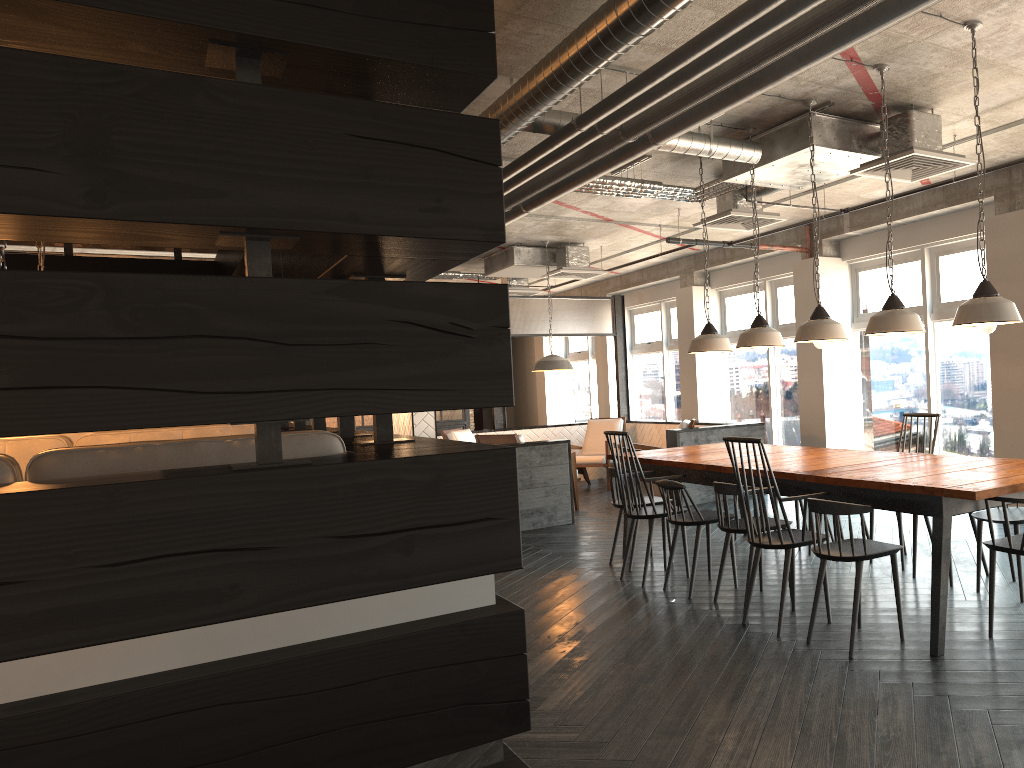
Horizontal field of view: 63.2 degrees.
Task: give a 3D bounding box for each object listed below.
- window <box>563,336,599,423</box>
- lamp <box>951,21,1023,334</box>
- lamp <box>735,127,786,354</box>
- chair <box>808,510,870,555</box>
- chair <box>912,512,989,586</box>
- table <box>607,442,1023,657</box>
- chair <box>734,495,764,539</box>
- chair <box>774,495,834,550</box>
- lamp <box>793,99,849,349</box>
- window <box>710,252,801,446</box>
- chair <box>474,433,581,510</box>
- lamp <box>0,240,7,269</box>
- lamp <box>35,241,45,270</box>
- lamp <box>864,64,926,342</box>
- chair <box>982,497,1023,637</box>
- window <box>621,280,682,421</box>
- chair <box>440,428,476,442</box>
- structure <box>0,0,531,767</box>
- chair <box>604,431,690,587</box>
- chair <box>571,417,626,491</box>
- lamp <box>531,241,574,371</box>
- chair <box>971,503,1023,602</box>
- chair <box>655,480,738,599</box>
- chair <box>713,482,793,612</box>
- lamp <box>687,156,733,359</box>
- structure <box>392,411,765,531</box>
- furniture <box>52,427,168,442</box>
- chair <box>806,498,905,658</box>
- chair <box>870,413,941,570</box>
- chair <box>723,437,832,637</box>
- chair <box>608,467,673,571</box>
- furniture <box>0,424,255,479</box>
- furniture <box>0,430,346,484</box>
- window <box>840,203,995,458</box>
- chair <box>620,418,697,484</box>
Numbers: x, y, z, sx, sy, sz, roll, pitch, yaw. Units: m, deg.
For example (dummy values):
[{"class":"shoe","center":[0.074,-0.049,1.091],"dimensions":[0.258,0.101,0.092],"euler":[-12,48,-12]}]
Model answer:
[{"class":"window","center":[1.483,-0.048,15.416],"dimensions":[0.283,2.875,2.157],"euler":[-4,1,-24]},{"class":"lamp","center":[2.415,-1.126,4.289],"dimensions":[0.348,1.738,0.384],"euler":[-3,1,14]},{"class":"lamp","center":[1.723,-1.078,5.889],"dimensions":[0.393,1.738,0.339],"euler":[-3,1,-10]},{"class":"chair","center":[2.416,0.899,6.179],"dimensions":[0.511,0.737,0.323],"euler":[-3,1,-29]},{"class":"chair","center":[2.798,0.879,5.341],"dimensions":[0.533,0.726,0.323],"euler":[-3,1,-29]},{"class":"table","center":[1.987,0.887,5.508],"dimensions":[1.370,0.792,3.246],"euler":[-3,0,-25]},{"class":"chair","center":[2.072,0.928,6.934],"dimensions":[0.533,0.726,0.323],"euler":[-3,1,-29]},{"class":"chair","center":[2.298,0.908,6.619],"dimensions":[0.511,0.737,0.323],"euler":[-3,1,-29]},{"class":"lamp","center":[1.954,-1.094,5.356],"dimensions":[0.405,1.738,0.327],"euler":[-3,1,-17]},{"class":"window","center":[3.417,-0.180,10.943],"dimensions":[0.283,2.875,2.157],"euler":[-4,1,-24]},{"class":"chair","center":[0.161,0.948,8.842],"dimensions":[0.628,0.907,1.066],"euler":[-3,0,34]},{"class":"lamp","center":[-2.129,-0.736,3.453],"dimensions":[0.217,1.050,0.170],"euler":[-3,1,-21]},{"class":"lamp","center":[-2.675,-0.698,4.714],"dimensions":[0.224,1.050,0.164],"euler":[-4,1,-36]},{"class":"lamp","center":[2.184,-1.110,4.823],"dimensions":[0.423,1.738,0.309],"euler":[-4,1,-39]},{"class":"chair","center":[2.554,0.726,4.048],"dimensions":[0.520,1.033,0.430],"euler":[-3,1,-23]},{"class":"window","center":[2.450,-0.114,13.179],"dimensions":[0.283,2.875,2.157],"euler":[-4,1,-24]},{"class":"chair","center":[-0.279,0.980,10.127],"dimensions":[0.908,0.907,0.748],"euler":[-3,0,10]},{"class":"structure","center":[-3.941,0.172,2.328],"dimensions":[7.022,2.742,4.730],"euler":[-3,0,-29]},{"class":"chair","center":[0.948,0.819,5.695],"dimensions":[0.563,1.033,0.395],"euler":[-3,1,-29]},{"class":"chair","center":[1.110,0.919,11.059],"dimensions":[0.653,0.907,1.032],"euler":[-3,0,25]},{"class":"lamp","center":[0.453,-0.935,9.962],"dimensions":[0.570,1.545,0.448],"euler":[-3,1,-21]},{"class":"chair","center":[2.968,0.861,4.919],"dimensions":[0.511,0.737,0.323],"euler":[-3,1,-29]},{"class":"chair","center":[1.204,0.958,5.363],"dimensions":[0.533,0.726,0.323],"euler":[-3,1,-29]},{"class":"chair","center":[1.453,0.937,5.013],"dimensions":[0.511,0.737,0.323],"euler":[-3,1,-29]},{"class":"lamp","center":[1.493,-1.063,6.421],"dimensions":[0.393,1.738,0.339],"euler":[-3,1,-10]},{"class":"structure","center":[0.314,0.344,9.879],"dimensions":[4.557,2.115,3.195],"euler":[-3,0,-29]},{"class":"furniture","center":[-2.395,0.856,4.092],"dimensions":[2.158,1.260,0.923],"euler":[-3,0,-30]},{"class":"chair","center":[1.712,0.917,4.157],"dimensions":[0.511,0.737,0.323],"euler":[-3,1,-29]},{"class":"chair","center":[2.731,0.733,5.824],"dimensions":[0.563,1.033,0.395],"euler":[-3,1,-29]},{"class":"chair","center":[1.461,0.784,4.509],"dimensions":[0.563,1.033,0.395],"euler":[-3,1,-29]},{"class":"chair","center":[0.962,0.971,6.211],"dimensions":[0.511,0.737,0.323],"euler":[-3,1,-29]},{"class":"furniture","center":[-1.817,0.817,2.754],"dimensions":[2.158,1.260,0.923],"euler":[-3,0,-30]},{"class":"furniture","center":[-1.368,0.786,1.716],"dimensions":[2.158,1.261,0.512],"euler":[-3,1,-31]},{"class":"window","center":[4.381,-0.246,8.711],"dimensions":[0.283,2.875,2.157],"euler":[-4,1,-24]},{"class":"chair","center":[1.706,0.879,9.744],"dimensions":[0.934,0.907,0.728],"euler":[-3,0,5]}]
